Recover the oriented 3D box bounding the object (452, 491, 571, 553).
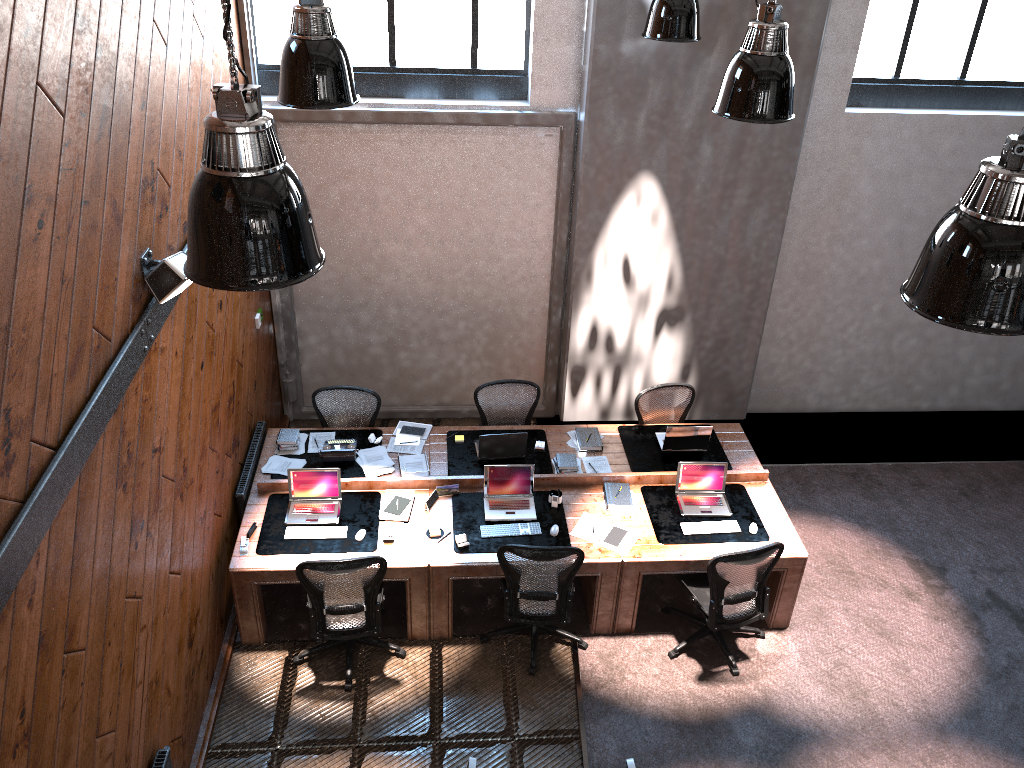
[{"bbox_3d":[-0.017,1.020,6.625,0.848,0.008,0.687,-1,31,-5],"label":"object"}]

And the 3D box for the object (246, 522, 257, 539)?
[{"bbox_3d":[-1.877,1.055,6.397,0.022,0.042,0.134,7,31,8],"label":"object"}]

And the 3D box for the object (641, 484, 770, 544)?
[{"bbox_3d":[1.462,0.986,6.789,0.848,0.008,0.687,-1,31,-5],"label":"object"}]

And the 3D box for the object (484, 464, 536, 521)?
[{"bbox_3d":[-0.014,0.813,6.636,0.380,0.288,0.320,0,31,-5],"label":"object"}]

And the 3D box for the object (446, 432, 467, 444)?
[{"bbox_3d":[-0.454,0.458,7.495,0.154,0.026,0.158,27,39,34],"label":"object"}]

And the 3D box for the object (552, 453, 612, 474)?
[{"bbox_3d":[0.571,0.645,7.199,0.478,0.098,0.319,-1,31,-6],"label":"object"}]

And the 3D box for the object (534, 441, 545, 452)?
[{"bbox_3d":[0.234,0.513,7.417,0.082,0.063,0.106,6,31,6],"label":"object"}]

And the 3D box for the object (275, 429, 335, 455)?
[{"bbox_3d":[-1.710,0.452,7.329,0.478,0.098,0.319,-1,31,-6],"label":"object"}]

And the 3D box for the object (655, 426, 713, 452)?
[{"bbox_3d":[1.437,0.390,7.441,0.380,0.288,0.320,0,31,-5],"label":"object"}]

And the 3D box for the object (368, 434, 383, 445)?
[{"bbox_3d":[-1.138,0.460,7.401,0.106,0.063,0.082,9,32,10],"label":"object"}]

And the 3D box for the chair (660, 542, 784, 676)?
[{"bbox_3d":[1.488,1.456,6.419,0.770,1.085,0.792,-19,37,-31],"label":"chair"}]

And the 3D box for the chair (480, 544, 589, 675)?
[{"bbox_3d":[0.152,1.418,6.386,0.770,1.085,0.792,-6,32,-14],"label":"chair"}]

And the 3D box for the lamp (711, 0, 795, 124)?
[{"bbox_3d":[1.380,-2.516,4.306,0.445,2.372,0.445,27,39,35],"label":"lamp"}]

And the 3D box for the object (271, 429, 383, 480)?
[{"bbox_3d":[-1.500,0.570,7.263,0.848,0.008,0.687,-1,31,-5],"label":"object"}]

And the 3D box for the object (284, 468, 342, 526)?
[{"bbox_3d":[-1.473,0.831,6.555,0.390,0.283,0.323,0,31,-5],"label":"object"}]

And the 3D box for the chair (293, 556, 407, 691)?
[{"bbox_3d":[-1.193,1.472,6.199,0.770,1.085,0.792,-12,34,-23],"label":"chair"}]

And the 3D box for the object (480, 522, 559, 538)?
[{"bbox_3d":[0.057,1.069,6.516,0.577,0.040,0.139,-1,31,-5],"label":"object"}]

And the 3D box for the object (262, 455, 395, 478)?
[{"bbox_3d":[-1.467,0.657,7.101,1.058,0.002,0.356,-1,31,-6],"label":"object"}]

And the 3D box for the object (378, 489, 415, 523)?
[{"bbox_3d":[-0.867,0.917,6.685,0.229,0.060,0.316,4,31,2],"label":"object"}]

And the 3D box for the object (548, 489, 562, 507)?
[{"bbox_3d":[0.331,0.874,6.778,0.099,0.138,0.078,6,31,6],"label":"object"}]

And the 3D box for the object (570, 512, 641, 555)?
[{"bbox_3d":[0.687,1.092,6.540,0.467,0.017,0.304,18,34,23],"label":"object"}]

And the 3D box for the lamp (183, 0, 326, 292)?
[{"bbox_3d":[-0.795,-1.411,2.297,0.445,2.372,0.445,6,31,6],"label":"lamp"}]

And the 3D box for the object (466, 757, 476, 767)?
[{"bbox_3d":[-0.268,2.205,4.123,0.811,0.578,0.663,-21,38,-33],"label":"object"}]

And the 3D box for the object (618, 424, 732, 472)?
[{"bbox_3d":[1.368,0.541,7.519,0.848,0.008,0.687,-1,31,-5],"label":"object"}]

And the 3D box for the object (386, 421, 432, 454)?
[{"bbox_3d":[-0.867,0.447,7.490,0.304,0.017,0.467,6,31,6],"label":"object"}]

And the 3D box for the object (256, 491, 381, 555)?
[{"bbox_3d":[-1.406,1.015,6.533,0.848,0.008,0.687,-1,31,-5],"label":"object"}]

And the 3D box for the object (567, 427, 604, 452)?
[{"bbox_3d":[0.627,0.449,7.559,0.325,0.065,0.363,5,31,4],"label":"object"}]

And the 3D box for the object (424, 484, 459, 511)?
[{"bbox_3d":[-0.559,0.848,6.795,0.129,0.083,0.347,29,40,36],"label":"object"}]

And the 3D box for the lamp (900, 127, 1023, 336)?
[{"bbox_3d":[1.586,-1.280,2.376,0.445,2.372,0.445,11,32,14],"label":"lamp"}]

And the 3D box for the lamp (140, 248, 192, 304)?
[{"bbox_3d":[-1.817,-0.567,4.757,0.283,0.287,0.328,-1,31,-5],"label":"lamp"}]

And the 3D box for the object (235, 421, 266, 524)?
[{"bbox_3d":[-2.098,0.826,7.268,0.073,0.628,1.064,0,31,-5],"label":"object"}]

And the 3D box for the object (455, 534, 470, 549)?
[{"bbox_3d":[-0.355,1.128,6.353,0.082,0.063,0.106,-10,33,-20],"label":"object"}]

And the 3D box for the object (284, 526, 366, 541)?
[{"bbox_3d":[-1.348,1.073,6.408,0.577,0.040,0.139,1,31,-2],"label":"object"}]

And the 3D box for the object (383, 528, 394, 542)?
[{"bbox_3d":[-0.890,1.090,6.393,0.082,0.063,0.106,-2,31,-7],"label":"object"}]

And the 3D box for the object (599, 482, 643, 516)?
[{"bbox_3d":[0.846,0.885,6.854,0.325,0.065,0.363,7,31,8],"label":"object"}]

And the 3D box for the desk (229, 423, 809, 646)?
[{"bbox_3d":[0.027,1.088,7.159,4.117,0.840,1.748,0,31,-5],"label":"desk"}]

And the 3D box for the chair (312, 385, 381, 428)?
[{"bbox_3d":[-1.401,0.611,7.610,0.770,1.085,0.792,-6,32,-14],"label":"chair"}]

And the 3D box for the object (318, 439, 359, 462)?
[{"bbox_3d":[-1.408,0.507,7.236,0.322,0.116,0.290,-2,31,-7],"label":"object"}]

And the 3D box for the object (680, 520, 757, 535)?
[{"bbox_3d":[1.548,1.069,6.624,0.577,0.040,0.139,0,31,-4],"label":"object"}]

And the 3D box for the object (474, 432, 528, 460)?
[{"bbox_3d":[-0.097,0.439,7.303,0.390,0.283,0.323,-3,32,-9],"label":"object"}]

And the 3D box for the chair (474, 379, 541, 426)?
[{"bbox_3d":[0.005,0.556,7.802,0.770,1.085,0.792,-12,34,-23],"label":"chair"}]

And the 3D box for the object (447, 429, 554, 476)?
[{"bbox_3d":[-0.111,0.575,7.354,0.848,0.008,0.687,-1,31,-5],"label":"object"}]

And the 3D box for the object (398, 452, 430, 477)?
[{"bbox_3d":[-0.793,0.643,7.144,0.229,0.060,0.316,-4,32,-11],"label":"object"}]

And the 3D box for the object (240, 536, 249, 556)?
[{"bbox_3d":[-1.891,1.132,6.250,0.054,0.064,0.159,-4,32,-11],"label":"object"}]

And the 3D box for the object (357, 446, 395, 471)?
[{"bbox_3d":[-1.110,0.602,7.208,0.246,0.002,0.315,-11,34,-21],"label":"object"}]

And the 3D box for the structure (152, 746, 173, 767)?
[{"bbox_3d":[-1.858,2.483,4.544,0.073,0.628,1.064,0,31,-5],"label":"structure"}]

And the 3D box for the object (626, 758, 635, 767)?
[{"bbox_3d":[0.600,2.232,4.136,0.610,0.573,0.714,-1,31,-6],"label":"object"}]

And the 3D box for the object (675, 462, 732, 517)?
[{"bbox_3d":[1.482,0.806,6.810,0.390,0.283,0.323,1,31,-3],"label":"object"}]

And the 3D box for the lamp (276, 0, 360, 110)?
[{"bbox_3d":[-1.006,-2.561,4.208,0.445,2.372,0.445,-2,31,-7],"label":"lamp"}]

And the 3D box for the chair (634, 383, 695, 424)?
[{"bbox_3d":[1.422,0.585,7.856,0.770,1.085,0.792,-19,37,-31],"label":"chair"}]

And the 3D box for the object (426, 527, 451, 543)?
[{"bbox_3d":[-0.551,1.082,6.464,0.154,0.026,0.158,23,37,31],"label":"object"}]
